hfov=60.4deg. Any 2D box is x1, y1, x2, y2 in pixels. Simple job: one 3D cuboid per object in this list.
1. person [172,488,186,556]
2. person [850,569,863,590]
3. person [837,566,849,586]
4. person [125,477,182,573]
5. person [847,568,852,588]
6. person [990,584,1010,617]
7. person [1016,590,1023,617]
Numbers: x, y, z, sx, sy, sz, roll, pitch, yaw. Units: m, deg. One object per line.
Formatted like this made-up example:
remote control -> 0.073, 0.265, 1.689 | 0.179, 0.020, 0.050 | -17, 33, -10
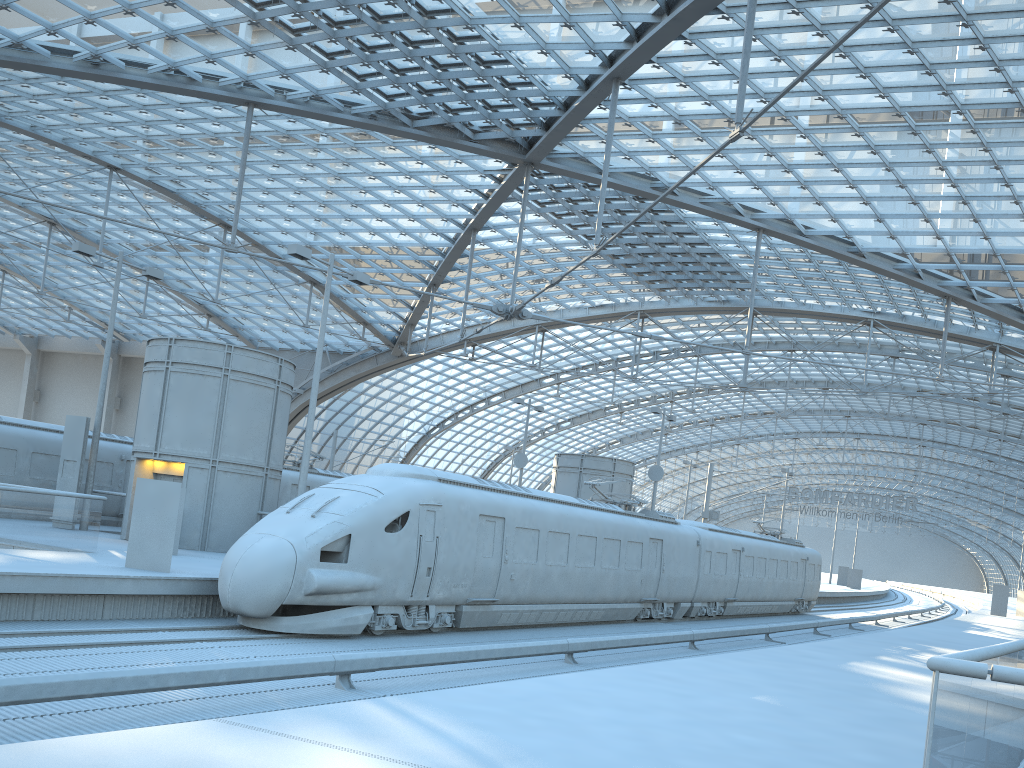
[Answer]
person -> -7.976, 3.185, 20.401 | 0.708, 1.606, 0.001 | 6, -2, 11
person -> 28.544, 16.207, 72.778 | 0.823, 1.726, 0.001 | 5, -3, 33
person -> 30.345, 17.664, 80.805 | 0.895, 1.793, 0.001 | 5, -2, 28
person -> -6.554, 2.607, 16.089 | 0.873, 1.700, 0.001 | 7, -2, 6
person -> 29.606, 16.898, 76.294 | 0.870, 1.699, 0.001 | 5, -3, 33
person -> 27.437, 12.178, 49.341 | 0.001, 1.792, 0.898 | 8, -3, -32
person -> 31.001, 13.364, 53.380 | 0.001, 1.606, 0.809 | 7, -3, -12
